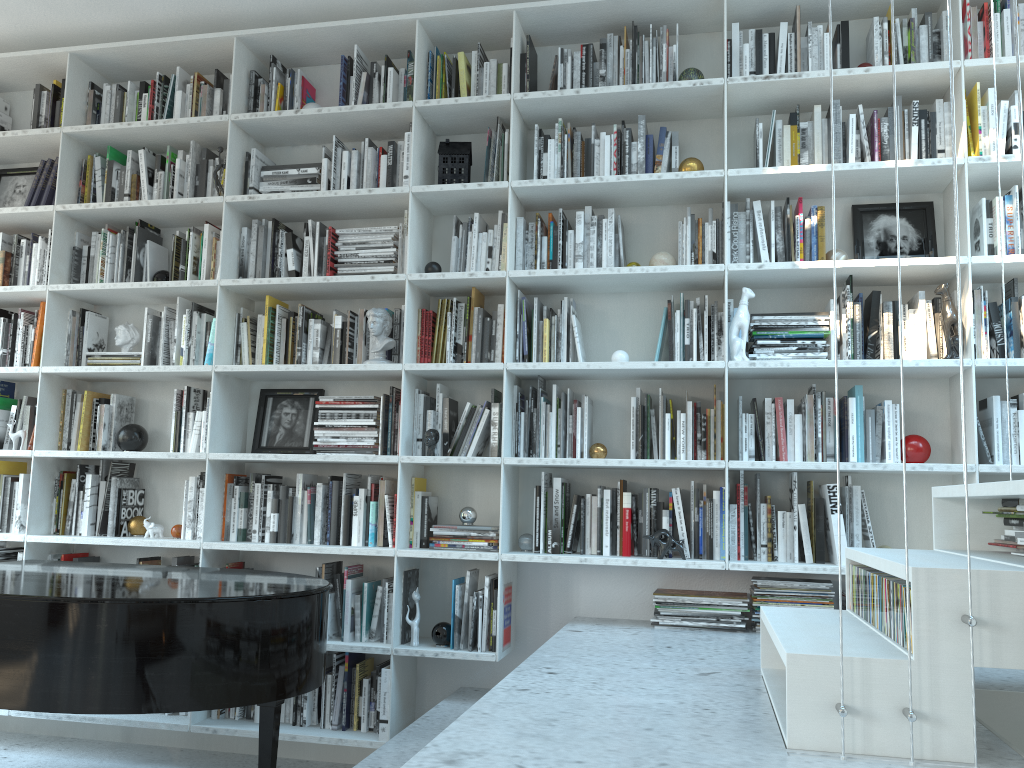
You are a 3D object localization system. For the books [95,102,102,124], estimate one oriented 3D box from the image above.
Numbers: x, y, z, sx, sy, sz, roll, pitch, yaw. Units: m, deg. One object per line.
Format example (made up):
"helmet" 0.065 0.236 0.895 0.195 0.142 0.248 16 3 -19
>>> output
"books" -1.938 -1.230 4.241 0.024 0.182 0.133 0 -7 12

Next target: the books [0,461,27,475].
"books" -2.312 0.519 4.089 0.021 0.322 0.172 0 -7 12

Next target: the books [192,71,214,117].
"books" -1.420 -1.276 4.110 0.014 0.266 0.192 0 -7 12

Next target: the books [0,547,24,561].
"books" -2.307 0.900 4.044 0.013 0.300 0.173 0 -7 12

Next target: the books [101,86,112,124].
"books" -1.892 -1.267 4.225 0.031 0.254 0.145 0 -7 12

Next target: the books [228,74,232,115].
"books" -1.257 -1.271 4.097 0.029 0.260 0.151 0 -7 12

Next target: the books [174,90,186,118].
"books" -1.508 -1.237 4.134 0.031 0.190 0.182 0 -7 12

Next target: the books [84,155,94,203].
"books" -1.959 -0.917 4.197 0.013 0.283 0.159 0 -7 12

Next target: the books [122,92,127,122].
"books" -1.785 -1.245 4.194 0.014 0.207 0.167 0 -7 12

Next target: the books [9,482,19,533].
"books" -2.234 0.567 4.077 0.025 0.229 0.153 0 -7 12

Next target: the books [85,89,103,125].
"books" -1.967 -1.259 4.235 0.029 0.237 0.156 0 -7 12

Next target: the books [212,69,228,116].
"books" -1.335 -1.285 4.103 0.013 0.285 0.160 0 -7 12

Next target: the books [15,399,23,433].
"books" -2.257 0.198 4.134 0.013 0.241 0.141 0 -7 12

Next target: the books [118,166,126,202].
"books" -1.777 -0.886 4.150 0.029 0.218 0.158 0 -7 12

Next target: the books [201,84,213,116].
"books" -1.369 -1.245 4.087 0.026 0.200 0.187 0 -7 12

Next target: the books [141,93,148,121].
"books" -1.688 -1.241 4.182 0.030 0.201 0.152 0 -7 12

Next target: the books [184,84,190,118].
"books" -1.478 -1.259 4.139 0.026 0.235 0.134 0 -7 12

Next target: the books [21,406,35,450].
"books" -2.182 0.212 4.093 0.030 0.207 0.172 0 -7 12

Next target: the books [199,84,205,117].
"books" -1.388 -1.248 4.094 0.013 0.206 0.178 0 -7 12

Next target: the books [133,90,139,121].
"books" -1.750 -1.255 4.217 0.025 0.234 0.130 0 -7 12

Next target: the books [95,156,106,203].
"books" -1.896 -0.913 4.187 0.067 0.274 0.168 0 -7 12

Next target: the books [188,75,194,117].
"books" -1.458 -1.275 4.138 0.014 0.268 0.156 0 -7 12

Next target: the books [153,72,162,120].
"books" -1.632 -1.291 4.168 0.010 0.298 0.151 0 -7 12

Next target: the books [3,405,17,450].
"books" -2.291 0.212 4.140 0.056 0.214 0.143 0 -7 12

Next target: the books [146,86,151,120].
"books" -1.667 -1.258 4.176 0.013 0.234 0.155 0 -7 12

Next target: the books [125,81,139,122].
"books" -1.772 -1.273 4.197 0.010 0.264 0.160 0 -7 12

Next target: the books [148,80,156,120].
"books" -1.644 -1.267 4.165 0.013 0.251 0.183 0 -7 12

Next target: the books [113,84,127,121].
"books" -1.826 -1.266 4.205 0.012 0.249 0.174 0 -7 12

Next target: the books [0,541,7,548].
"books" -2.396 0.887 4.053 0.014 0.325 0.171 0 -7 12

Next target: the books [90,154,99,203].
"books" -1.935 -0.920 4.190 0.010 0.287 0.148 0 -7 12

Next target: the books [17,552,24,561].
"books" -2.199 0.908 4.032 0.025 0.287 0.131 0 -7 12

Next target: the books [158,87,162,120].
"books" -1.611 -1.258 4.172 0.029 0.235 0.130 0 -7 12

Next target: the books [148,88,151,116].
"books" -1.657 -1.250 4.165 0.011 0.215 0.160 0 -7 12

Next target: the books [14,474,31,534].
"books" -2.182 0.546 4.049 0.021 0.265 0.185 0 -7 12

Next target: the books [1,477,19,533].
"books" -2.263 0.555 4.070 0.028 0.248 0.159 0 -7 12

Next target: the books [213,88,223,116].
"books" -1.317 -1.236 4.087 0.031 0.184 0.177 0 -7 12

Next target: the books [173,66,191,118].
"books" -1.527 -1.298 4.154 0.014 0.315 0.166 0 -7 12

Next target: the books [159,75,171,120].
"books" -1.593 -1.280 4.155 0.013 0.276 0.164 0 -7 12

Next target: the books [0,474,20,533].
"books" -2.291 0.549 4.072 0.028 0.260 0.181 0 -7 12

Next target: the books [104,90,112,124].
"books" -1.866 -1.251 4.213 0.023 0.219 0.181 0 -7 12

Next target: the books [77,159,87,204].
"books" -1.980 -0.906 4.185 0.023 0.256 0.175 0 -7 12

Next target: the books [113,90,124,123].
"books" -1.809 -1.247 4.186 0.029 0.207 0.179 0 -7 12

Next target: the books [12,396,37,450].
"books" -2.224 0.190 4.113 0.060 0.255 0.158 0 -7 12

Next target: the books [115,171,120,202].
"books" -1.801 -0.877 4.161 0.024 0.201 0.153 0 -7 12

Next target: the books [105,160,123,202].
"books" -1.830 -0.899 4.156 0.031 0.241 0.181 0 -7 12

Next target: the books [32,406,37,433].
"books" -2.152 0.212 4.097 0.027 0.209 0.144 0 -7 12

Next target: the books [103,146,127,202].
"books" -1.850 -0.935 4.163 0.012 0.314 0.171 0 -7 12

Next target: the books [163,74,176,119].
"books" -1.563 -1.279 4.146 0.052 0.272 0.173 0 -7 12

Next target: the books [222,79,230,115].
"books" -1.286 -1.260 4.093 0.026 0.236 0.149 0 -7 12

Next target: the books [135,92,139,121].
"books" -1.734 -1.247 4.203 0.012 0.215 0.150 0 -7 12

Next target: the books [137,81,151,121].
"books" -1.714 -1.273 4.201 0.028 0.267 0.151 0 -7 12

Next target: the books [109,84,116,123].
"books" -1.843 -1.266 4.213 0.023 0.251 0.171 0 -7 12

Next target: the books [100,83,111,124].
"books" -1.913 -1.277 4.251 0.021 0.278 0.141 0 -7 12

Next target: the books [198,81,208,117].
"books" -1.401 -1.257 4.111 0.021 0.228 0.161 0 -7 12

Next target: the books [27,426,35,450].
"books" -2.085 0.174 4.050 0.082 0.276 0.228 0 -7 12

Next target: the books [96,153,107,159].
"books" -1.942 -0.927 4.216 0.014 0.308 0.130 0 -7 12

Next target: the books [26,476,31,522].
"books" -2.161 0.551 4.063 0.013 0.259 0.143 0 -7 12
